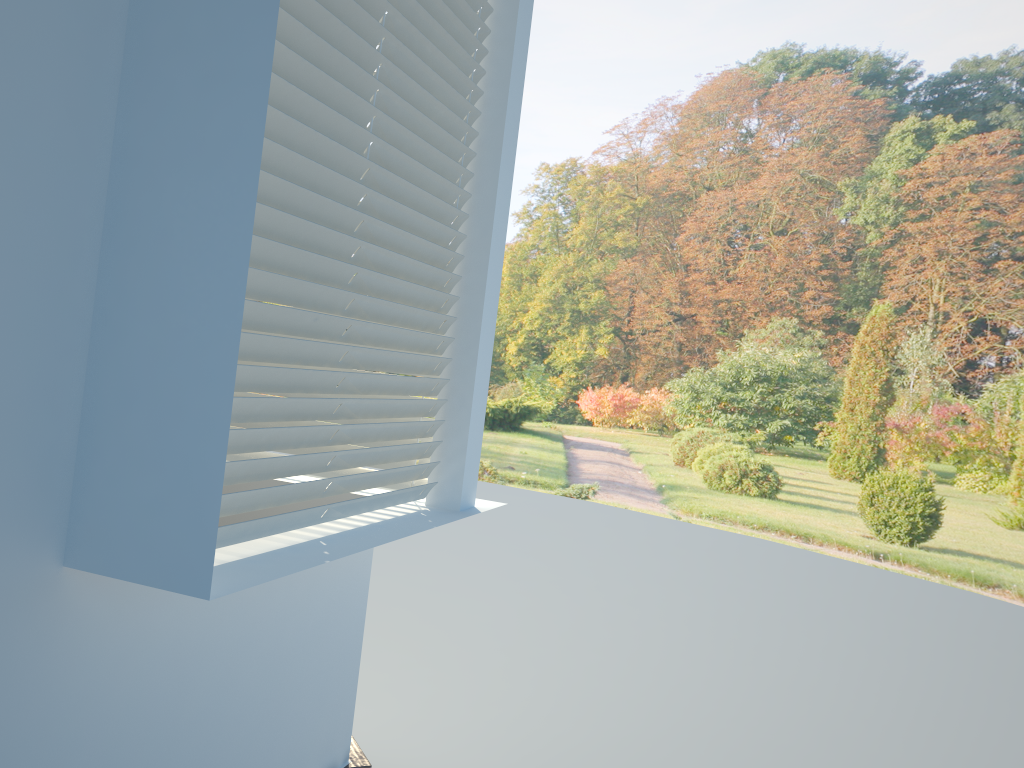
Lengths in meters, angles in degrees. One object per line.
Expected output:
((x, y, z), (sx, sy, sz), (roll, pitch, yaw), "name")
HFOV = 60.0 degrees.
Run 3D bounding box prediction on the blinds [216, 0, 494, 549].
((-1.523, -1.961, 3.156), (3.921, 4.265, 1.218), (7, 0, 38), "blinds")
